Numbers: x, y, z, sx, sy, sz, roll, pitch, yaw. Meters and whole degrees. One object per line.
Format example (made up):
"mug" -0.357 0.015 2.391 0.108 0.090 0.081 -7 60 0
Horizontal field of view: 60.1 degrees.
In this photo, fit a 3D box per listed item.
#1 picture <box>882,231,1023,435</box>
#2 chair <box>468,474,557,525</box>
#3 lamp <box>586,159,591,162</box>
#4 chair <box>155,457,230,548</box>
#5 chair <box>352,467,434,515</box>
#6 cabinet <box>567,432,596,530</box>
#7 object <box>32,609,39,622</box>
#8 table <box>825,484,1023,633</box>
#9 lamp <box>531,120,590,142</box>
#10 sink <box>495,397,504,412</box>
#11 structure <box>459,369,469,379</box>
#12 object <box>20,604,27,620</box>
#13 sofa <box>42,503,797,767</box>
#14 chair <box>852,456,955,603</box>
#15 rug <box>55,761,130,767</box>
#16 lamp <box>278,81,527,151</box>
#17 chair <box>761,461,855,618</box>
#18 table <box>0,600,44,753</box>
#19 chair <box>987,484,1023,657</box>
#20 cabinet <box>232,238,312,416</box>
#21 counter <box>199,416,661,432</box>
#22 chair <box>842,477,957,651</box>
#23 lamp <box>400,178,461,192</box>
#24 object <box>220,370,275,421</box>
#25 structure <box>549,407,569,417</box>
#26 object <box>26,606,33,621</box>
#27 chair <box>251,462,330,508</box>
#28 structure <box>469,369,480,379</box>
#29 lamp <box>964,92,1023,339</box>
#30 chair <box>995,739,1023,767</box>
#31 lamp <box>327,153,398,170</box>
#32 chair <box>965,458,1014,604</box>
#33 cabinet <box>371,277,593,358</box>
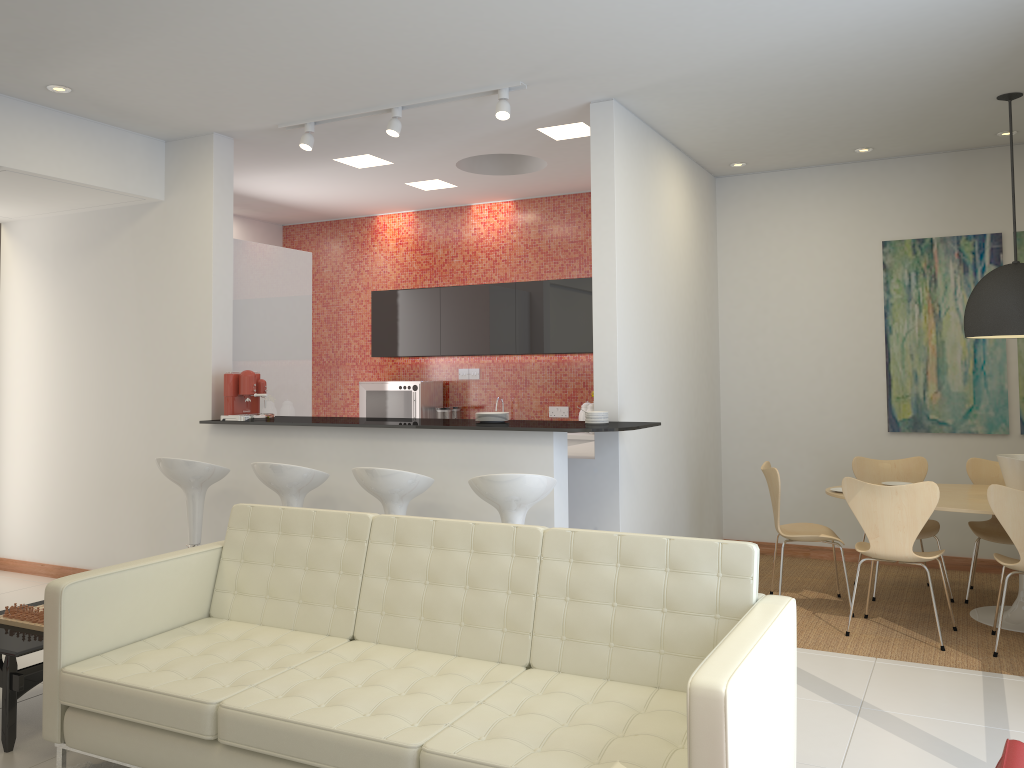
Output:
"picture" 3.709 -0.380 6.577 1.737 1.511 0.020 -1 -3 27
"chair" 0.010 0.948 4.541 0.457 1.024 0.463 -1 -2 13
"lamp" 0.855 -1.795 7.080 0.408 0.034 0.408 0 1 27
"chair" -2.000 0.957 5.569 0.456 1.024 0.464 -2 -3 38
"chair" -0.644 0.951 4.873 0.456 1.024 0.464 -2 -3 38
"cabinet" -0.397 0.943 7.247 3.333 0.987 2.492 0 0 27
"object" -2.084 1.012 3.872 0.030 0.055 0.030 -2 -2 35
"table" 3.098 1.059 5.358 2.260 0.731 1.278 0 0 28
"lamp" 0.399 -1.782 6.195 0.408 0.034 0.408 0 1 27
"sink" -0.137 0.390 8.256 0.808 0.539 0.416 -1 -1 27
"structure" -0.475 -0.097 8.716 0.114 0.105 0.013 -1 -3 27
"object" -2.155 1.005 3.908 0.030 0.069 0.030 -2 -3 35
"sofa" -0.396 1.006 3.143 2.563 0.925 0.999 0 -1 27
"chair" 2.646 0.969 6.055 0.521 0.909 0.514 -1 -2 6
"rug" -1.015 1.485 2.118 3.325 0.005 2.441 0 1 29
"lamp" -0.748 -1.650 5.557 1.821 0.200 0.112 0 -2 27
"chair" 1.893 0.979 5.746 0.515 0.909 0.520 -1 -2 11
"table" -2.050 1.268 4.039 0.700 0.423 0.916 -1 0 27
"chair" 2.846 0.980 4.736 0.521 0.909 0.515 -2 -2 27
"cabinet" -2.598 0.195 7.110 1.636 2.530 1.055 -1 -2 27
"counter" -0.606 0.246 5.573 2.962 0.019 0.735 0 1 27
"chair" 2.221 0.983 5.088 0.521 0.909 0.515 -2 -2 35
"lamp" -0.718 -1.788 7.887 0.408 0.034 0.408 0 1 27
"object" -1.728 0.074 5.964 0.320 0.337 0.320 -1 -1 27
"structure" 0.435 0.260 8.231 0.198 0.099 0.016 -1 -2 27
"object" -2.119 1.007 3.890 0.030 0.064 0.030 -2 -3 35
"chair" -1.294 0.954 5.207 0.456 1.024 0.464 -2 -3 38
"structure" -0.369 -0.098 8.665 0.114 0.105 0.008 -1 -3 27
"lamp" 3.088 -1.037 5.444 0.594 1.498 0.593 -2 -3 29
"chair" 0.544 1.072 1.485 0.706 0.819 0.699 -1 -2 32
"lamp" -1.174 -1.775 7.002 0.408 0.034 0.408 0 1 27
"chair" 3.277 0.966 5.834 0.521 0.909 0.515 -2 -2 31
"cabinet" 0.115 -0.606 8.245 3.240 0.661 0.351 0 -2 27
